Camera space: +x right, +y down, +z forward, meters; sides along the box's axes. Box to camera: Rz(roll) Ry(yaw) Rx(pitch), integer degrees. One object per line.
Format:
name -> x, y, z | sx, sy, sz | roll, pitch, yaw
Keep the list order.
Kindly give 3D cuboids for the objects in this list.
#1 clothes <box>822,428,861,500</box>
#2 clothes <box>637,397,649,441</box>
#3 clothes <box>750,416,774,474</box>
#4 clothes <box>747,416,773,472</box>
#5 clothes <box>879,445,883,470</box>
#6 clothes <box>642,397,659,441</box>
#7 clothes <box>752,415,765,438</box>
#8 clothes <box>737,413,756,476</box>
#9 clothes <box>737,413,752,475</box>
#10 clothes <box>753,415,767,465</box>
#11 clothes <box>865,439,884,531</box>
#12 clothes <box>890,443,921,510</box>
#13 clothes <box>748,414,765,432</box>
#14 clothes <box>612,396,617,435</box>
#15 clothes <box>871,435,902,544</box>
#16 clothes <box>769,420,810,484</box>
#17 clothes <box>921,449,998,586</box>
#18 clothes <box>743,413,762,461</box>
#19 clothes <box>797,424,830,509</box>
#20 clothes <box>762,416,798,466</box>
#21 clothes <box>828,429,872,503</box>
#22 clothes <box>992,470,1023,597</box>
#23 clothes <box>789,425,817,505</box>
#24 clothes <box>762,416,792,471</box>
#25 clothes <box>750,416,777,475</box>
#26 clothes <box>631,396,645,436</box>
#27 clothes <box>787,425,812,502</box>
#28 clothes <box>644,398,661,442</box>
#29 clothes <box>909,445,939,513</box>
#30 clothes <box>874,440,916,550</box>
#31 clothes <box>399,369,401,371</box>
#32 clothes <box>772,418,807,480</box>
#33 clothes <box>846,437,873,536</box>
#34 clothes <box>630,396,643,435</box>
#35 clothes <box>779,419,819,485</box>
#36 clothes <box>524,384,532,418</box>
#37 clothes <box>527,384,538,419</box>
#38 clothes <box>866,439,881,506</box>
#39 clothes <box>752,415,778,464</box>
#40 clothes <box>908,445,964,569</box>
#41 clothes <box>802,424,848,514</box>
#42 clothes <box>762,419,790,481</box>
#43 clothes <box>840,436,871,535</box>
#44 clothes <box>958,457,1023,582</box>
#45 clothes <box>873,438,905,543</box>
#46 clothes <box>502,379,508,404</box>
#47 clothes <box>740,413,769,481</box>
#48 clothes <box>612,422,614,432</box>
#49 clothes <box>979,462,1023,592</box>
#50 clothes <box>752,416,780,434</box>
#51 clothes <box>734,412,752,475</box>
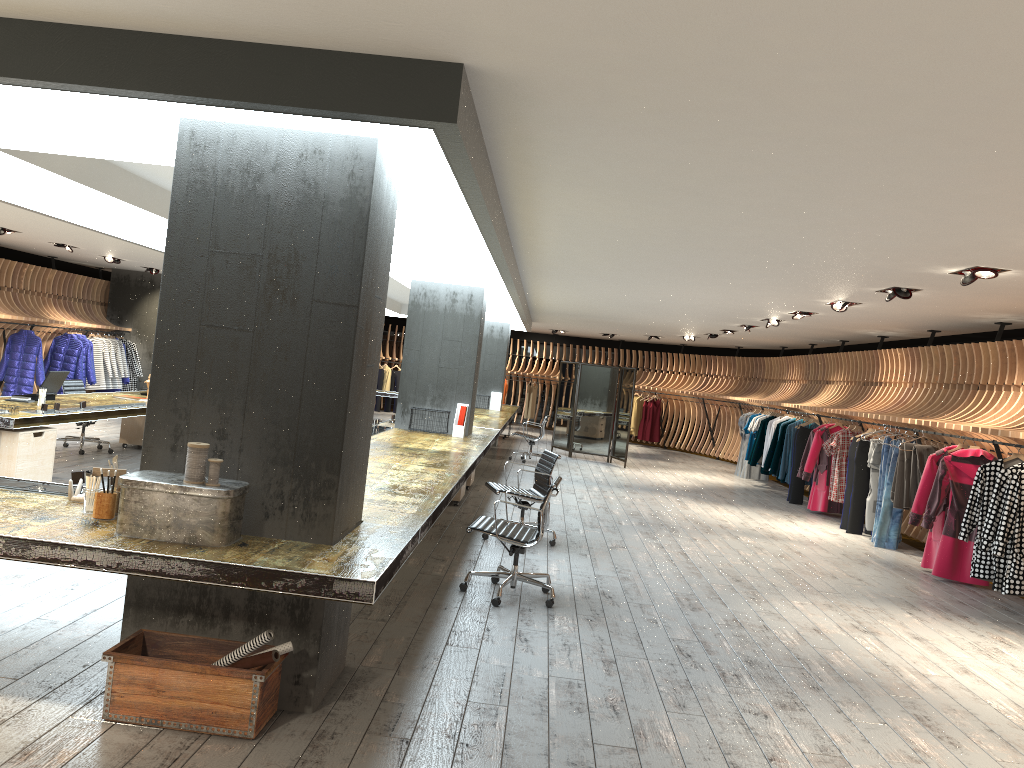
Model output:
clothes -> 4.657, 1.132, 12.287 | 0.760, 1.020, 0.187 | 6, 0, 3
clothes -> 3.501, 0.906, 22.933 | 0.443, 1.129, 0.127 | 6, 0, -26
clothes -> 4.819, 1.125, 16.123 | 0.913, 1.081, 0.238 | 6, 0, 2
clothes -> 4.816, 1.123, 16.246 | 0.913, 1.081, 0.238 | 6, 0, 2
clothes -> 4.617, 1.273, 10.940 | 0.273, 1.143, 0.170 | 7, 0, -41
clothes -> 3.610, 0.921, 22.803 | 0.444, 1.129, 0.127 | 6, 0, -1
clothes -> 4.875, 1.062, 16.807 | 0.743, 0.960, 0.167 | 6, 0, -4
clothes -> 4.838, 1.298, 17.587 | 0.677, 1.434, 0.203 | 7, 0, 17
clothes -> 4.845, 1.296, 17.727 | 0.677, 1.434, 0.204 | 6, 0, -8
clothes -> 4.821, 1.059, 16.590 | 0.742, 0.950, 0.168 | 6, 0, -14
clothes -> 4.565, 1.263, 11.049 | 0.278, 1.141, 0.172 | 6, 0, 9
clothes -> 4.563, 1.064, 10.218 | 0.278, 0.767, 0.263 | 6, 0, 10
clothes -> 4.846, 1.044, 16.860 | 0.743, 0.931, 0.158 | 7, 0, 6
clothes -> 2.757, 0.809, 23.714 | 0.126, 1.129, 0.444 | 6, 0, -6
clothes -> 4.561, 1.398, 10.797 | 0.277, 1.543, 0.316 | 6, 0, 1
clothes -> 4.766, 1.138, 14.740 | 0.913, 1.081, 0.238 | 6, 0, 2
clothes -> 4.517, 1.287, 8.771 | 0.840, 1.312, 0.320 | 7, 0, 31
clothes -> 4.794, 1.051, 17.005 | 0.738, 0.971, 0.167 | 7, 0, 11
clothes -> 4.688, 1.233, 13.195 | 0.840, 1.312, 0.321 | 6, 0, 1
clothes -> 4.757, 1.108, 15.431 | 0.733, 1.106, 0.165 | 6, 0, 2
clothes -> 4.634, 1.131, 12.065 | 0.759, 1.030, 0.179 | 6, 0, -12
clothes -> 4.464, 1.242, 7.489 | 0.772, 1.160, 0.191 | 6, 0, -7
clothes -> 4.691, 1.348, 13.952 | 0.539, 1.353, 0.087 | 6, 0, 7
clothes -> 4.821, 1.112, 15.618 | 0.733, 1.106, 0.165 | 7, 0, 7
clothes -> 4.808, 1.125, 16.036 | 0.914, 1.081, 0.238 | 7, 0, 7
clothes -> 3.364, 0.847, 23.087 | 0.152, 1.053, 0.776 | 6, 0, 43
clothes -> 4.717, 1.348, 14.143 | 0.539, 1.353, 0.087 | 7, 0, 27
clothes -> 3.656, 0.927, 22.722 | 0.443, 1.129, 0.127 | 6, 0, -26
clothes -> 4.678, 1.073, 10.040 | 0.336, 0.776, 0.254 | 7, 0, 18
clothes -> 4.530, 1.406, 10.506 | 0.373, 1.536, 0.312 | 6, 0, 13
clothes -> -3.044, -0.039, 25.286 | 0.705, 0.890, 0.250 | 7, 0, 23
clothes -> 4.780, 1.109, 14.864 | 0.715, 1.088, 0.257 | 6, 0, -2
clothes -> 4.611, 1.380, 11.357 | 0.539, 1.353, 0.087 | 6, 0, 2
clothes -> 3.215, 0.827, 23.249 | 0.777, 1.053, 0.151 | 6, 0, 3
clothes -> 4.763, 1.114, 14.426 | 0.715, 1.088, 0.257 | 7, 0, 8
clothes -> 0.471, 0.476, 25.082 | 0.096, 0.988, 0.465 | 6, 0, 14
clothes -> 0.587, 0.490, 25.051 | 0.096, 0.988, 0.465 | 6, 0, 19
clothes -> 4.582, 1.266, 11.155 | 0.273, 1.143, 0.169 | 6, 0, 34
clothes -> 4.801, 1.044, 16.404 | 0.734, 0.937, 0.164 | 7, 0, 6
clothes -> 4.527, 1.284, 9.059 | 0.840, 1.312, 0.321 | 7, 0, 21
clothes -> 4.676, 1.237, 12.905 | 0.840, 1.312, 0.321 | 7, 0, 11
clothes -> 4.772, 1.133, 15.095 | 0.914, 1.081, 0.238 | 7, 0, 7
clothes -> 4.601, 1.375, 11.561 | 0.540, 1.353, 0.087 | 7, 0, 42
clothes -> 4.484, 1.236, 8.005 | 0.773, 1.160, 0.191 | 7, 0, 23
clothes -> 4.605, 1.291, 10.649 | 0.276, 1.292, 0.317 | 7, 0, -34
clothes -> -0.292, 0.260, 25.275 | 0.200, 0.881, 0.840 | 6, 0, -18
clothes -> 4.832, 1.299, 17.451 | 0.677, 1.434, 0.204 | 6, 0, -13
clothes -> 2.583, 0.787, 23.891 | 0.444, 1.129, 0.127 | 6, 0, -1
clothes -> 4.486, 1.241, 7.713 | 0.773, 1.160, 0.191 | 6, 0, 3
clothes -> 4.870, 1.046, 16.666 | 0.742, 0.938, 0.162 | 6, 0, -4
clothes -> 4.849, 1.295, 17.868 | 0.677, 1.434, 0.203 | 7, 0, 17
